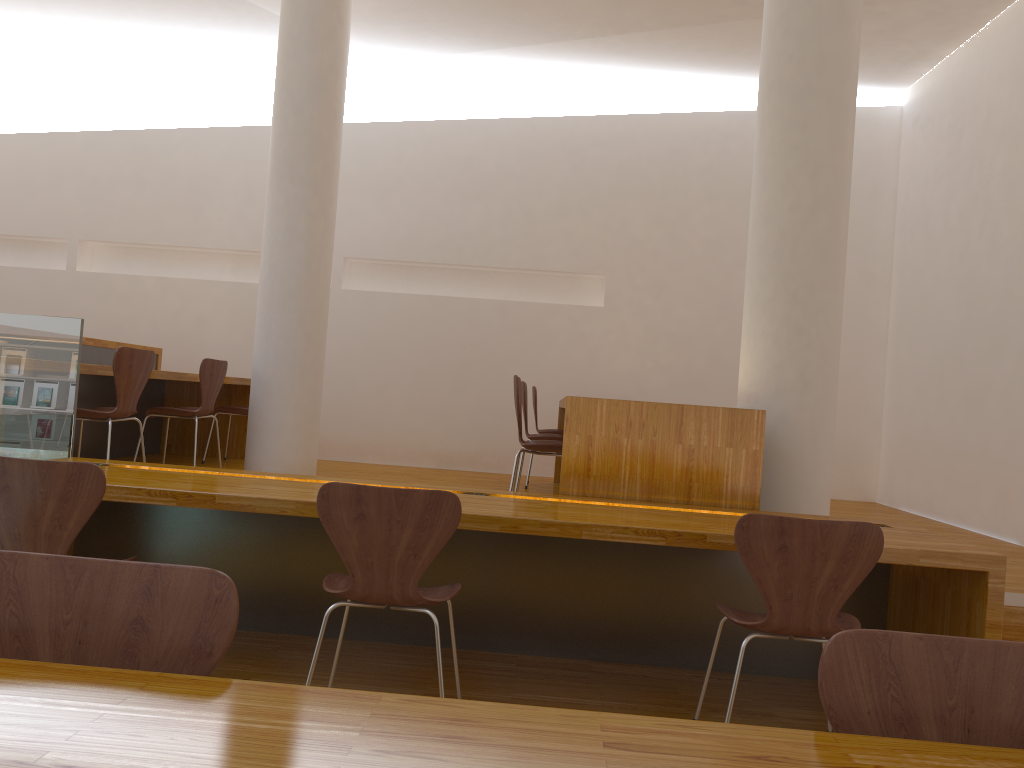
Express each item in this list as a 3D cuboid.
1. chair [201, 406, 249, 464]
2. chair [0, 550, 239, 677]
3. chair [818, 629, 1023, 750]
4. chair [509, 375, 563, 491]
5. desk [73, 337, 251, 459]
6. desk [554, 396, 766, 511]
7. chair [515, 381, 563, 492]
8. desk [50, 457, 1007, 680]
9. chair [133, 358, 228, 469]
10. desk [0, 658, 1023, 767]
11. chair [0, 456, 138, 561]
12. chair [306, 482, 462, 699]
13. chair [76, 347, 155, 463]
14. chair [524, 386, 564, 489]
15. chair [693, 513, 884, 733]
[{"bbox_3d":[-1.888,0.217,6.233,0.381,0.693,0.428,4,-1,3],"label":"chair"},{"bbox_3d":[-0.576,0.571,0.985,0.428,0.693,0.381,4,-1,3],"label":"chair"},{"bbox_3d":[0.537,0.651,0.894,0.428,0.693,0.381,4,-1,3],"label":"chair"},{"bbox_3d":[0.173,0.321,4.044,0.381,0.693,0.428,4,-1,3],"label":"chair"},{"bbox_3d":[-2.721,0.086,5.093,1.527,0.785,3.243,4,-1,3],"label":"desk"},{"bbox_3d":[0.637,0.414,4.969,0.760,0.606,3.185,4,-1,3],"label":"desk"},{"bbox_3d":[0.217,0.345,5.014,0.381,0.693,0.428,4,-1,3],"label":"chair"},{"bbox_3d":[-0.164,0.693,3.002,3.185,0.606,0.760,4,-1,3],"label":"desk"},{"bbox_3d":[-1.901,0.192,5.113,0.381,0.693,0.428,4,-1,3],"label":"chair"},{"bbox_3d":[-0.484,0.769,0.363,3.236,0.918,1.285,4,-1,3],"label":"desk"},{"bbox_3d":[-1.310,0.551,2.569,0.428,0.693,0.381,4,-1,3],"label":"chair"},{"bbox_3d":[-0.342,0.621,2.524,0.428,0.693,0.381,4,-1,3],"label":"chair"},{"bbox_3d":[-1.944,0.168,4.143,0.381,0.693,0.428,4,-1,3],"label":"chair"},{"bbox_3d":[0.305,0.375,6.130,0.381,0.693,0.428,4,-1,3],"label":"chair"},{"bbox_3d":[0.774,0.703,2.510,0.428,0.693,0.381,4,-1,3],"label":"chair"}]
